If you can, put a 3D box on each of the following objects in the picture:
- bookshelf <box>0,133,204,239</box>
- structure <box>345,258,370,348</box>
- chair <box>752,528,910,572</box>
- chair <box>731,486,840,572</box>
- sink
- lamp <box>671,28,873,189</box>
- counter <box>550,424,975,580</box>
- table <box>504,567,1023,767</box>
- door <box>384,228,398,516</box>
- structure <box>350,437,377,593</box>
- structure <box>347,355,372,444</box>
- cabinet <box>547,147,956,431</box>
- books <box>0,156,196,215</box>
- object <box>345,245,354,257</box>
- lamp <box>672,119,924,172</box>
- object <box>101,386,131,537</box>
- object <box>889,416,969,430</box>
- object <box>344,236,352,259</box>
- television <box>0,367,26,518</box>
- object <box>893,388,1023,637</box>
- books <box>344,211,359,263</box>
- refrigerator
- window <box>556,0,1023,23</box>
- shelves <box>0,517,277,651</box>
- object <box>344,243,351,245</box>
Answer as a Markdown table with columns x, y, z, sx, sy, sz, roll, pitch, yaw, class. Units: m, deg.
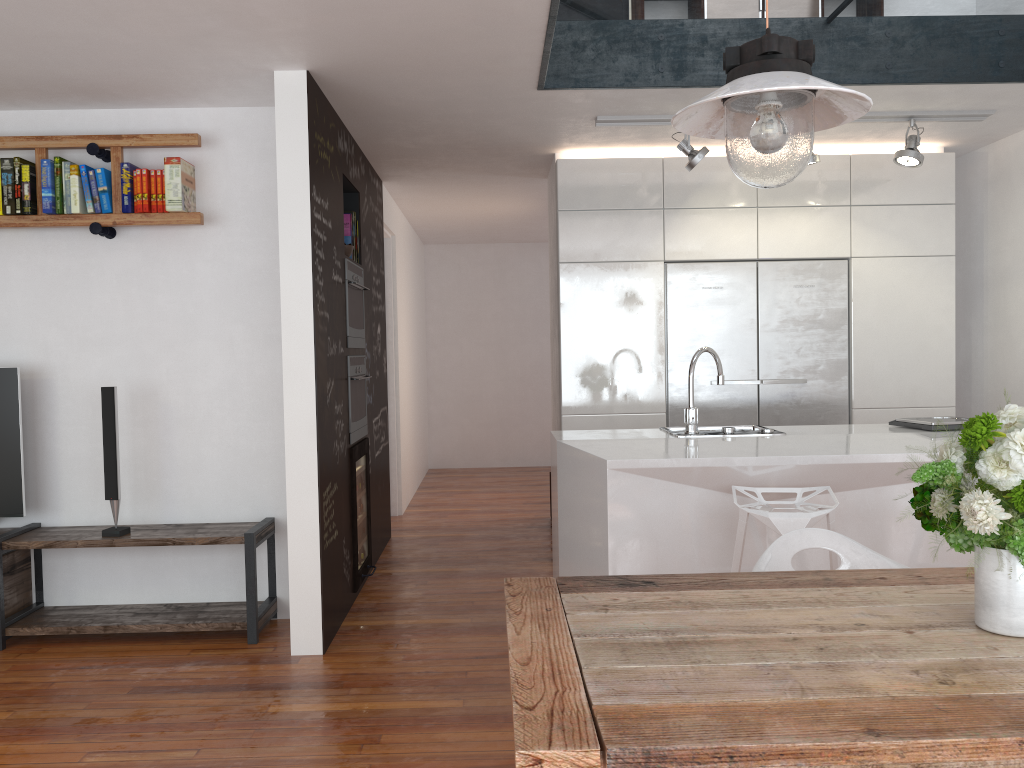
| x | y | z | sx | sy | sz | roll | pitch | yaw | class |
| --- | --- | --- | --- | --- | --- | --- | --- | --- | --- |
| -2.955 | -0.911 | 4.195 | 2.983 | 0.465 | 0.161 | -1 | 2 | -1 | bookshelf |
| -0.840 | -0.429 | 4.881 | 0.052 | 0.462 | 0.585 | -1 | 2 | -1 | structure |
| 1.004 | 0.826 | 2.619 | 0.577 | 0.710 | 0.505 | -2 | 2 | -11 | chair |
| 1.012 | 0.778 | 3.260 | 0.492 | 0.765 | 0.428 | -1 | 2 | 9 | chair |
| 0.974 | 0.108 | 4.164 | 0.492 | 0.570 | 0.459 | -1 | 2 | -1 | sink |
| 0.496 | -0.532 | 1.714 | 0.372 | 0.306 | 0.372 | -1 | 2 | -7 | lamp |
| 1.351 | 0.677 | 3.943 | 2.289 | 0.903 | 0.956 | -1 | 2 | -1 | counter |
| 0.950 | 0.849 | 1.766 | 1.910 | 0.735 | 0.969 | -1 | 2 | -1 | table |
| -0.973 | -0.045 | 6.674 | 0.120 | 2.236 | 0.823 | -1 | 2 | -1 | door |
| -0.810 | 0.704 | 4.923 | 0.081 | 0.763 | 0.582 | -1 | 2 | -1 | structure |
| -0.830 | 0.073 | 4.900 | 0.052 | 0.462 | 0.585 | -1 | 2 | -1 | structure |
| 1.483 | -0.197 | 5.828 | 2.404 | 2.506 | 0.946 | -1 | 2 | -1 | cabinet |
| -1.626 | -1.800 | 4.428 | 5.671 | 1.974 | 0.733 | -2 | 2 | -12 | books |
| -0.921 | -0.710 | 4.795 | 0.132 | 0.069 | 0.132 | 0 | 2 | 32 | object |
| 1.497 | -1.250 | 4.647 | 1.324 | 0.254 | 0.154 | -1 | 2 | -1 | lamp |
| -1.842 | 0.356 | 4.101 | 0.089 | 0.687 | 0.089 | -1 | 2 | 9 | object |
| 1.991 | 0.181 | 4.142 | 0.298 | 0.036 | 0.325 | -2 | 2 | -11 | object |
| -0.961 | -0.748 | 4.936 | 0.136 | 0.136 | 0.110 | -1 | 2 | -8 | object |
| -2.905 | 0.326 | 4.154 | 1.230 | 0.786 | 0.298 | -1 | 2 | -1 | television |
| 0.960 | 0.242 | 1.769 | 0.371 | 0.476 | 0.432 | 1 | 3 | 41 | object |
| -1.005 | -0.835 | 5.076 | 0.230 | 0.303 | 0.152 | -1 | 2 | -1 | books |
| 1.498 | 0.161 | 5.385 | 1.119 | 1.811 | 0.142 | -1 | 2 | -1 | refrigerator |
| 1.484 | -1.650 | 3.339 | 2.700 | 0.035 | 1.546 | -1 | 2 | -1 | window |
| -2.896 | 0.951 | 4.171 | 3.473 | 0.506 | 0.414 | -1 | 2 | -1 | shelves |
| -0.912 | -0.744 | 4.795 | 0.077 | 0.042 | 0.116 | -1 | 2 | 12 | object |
